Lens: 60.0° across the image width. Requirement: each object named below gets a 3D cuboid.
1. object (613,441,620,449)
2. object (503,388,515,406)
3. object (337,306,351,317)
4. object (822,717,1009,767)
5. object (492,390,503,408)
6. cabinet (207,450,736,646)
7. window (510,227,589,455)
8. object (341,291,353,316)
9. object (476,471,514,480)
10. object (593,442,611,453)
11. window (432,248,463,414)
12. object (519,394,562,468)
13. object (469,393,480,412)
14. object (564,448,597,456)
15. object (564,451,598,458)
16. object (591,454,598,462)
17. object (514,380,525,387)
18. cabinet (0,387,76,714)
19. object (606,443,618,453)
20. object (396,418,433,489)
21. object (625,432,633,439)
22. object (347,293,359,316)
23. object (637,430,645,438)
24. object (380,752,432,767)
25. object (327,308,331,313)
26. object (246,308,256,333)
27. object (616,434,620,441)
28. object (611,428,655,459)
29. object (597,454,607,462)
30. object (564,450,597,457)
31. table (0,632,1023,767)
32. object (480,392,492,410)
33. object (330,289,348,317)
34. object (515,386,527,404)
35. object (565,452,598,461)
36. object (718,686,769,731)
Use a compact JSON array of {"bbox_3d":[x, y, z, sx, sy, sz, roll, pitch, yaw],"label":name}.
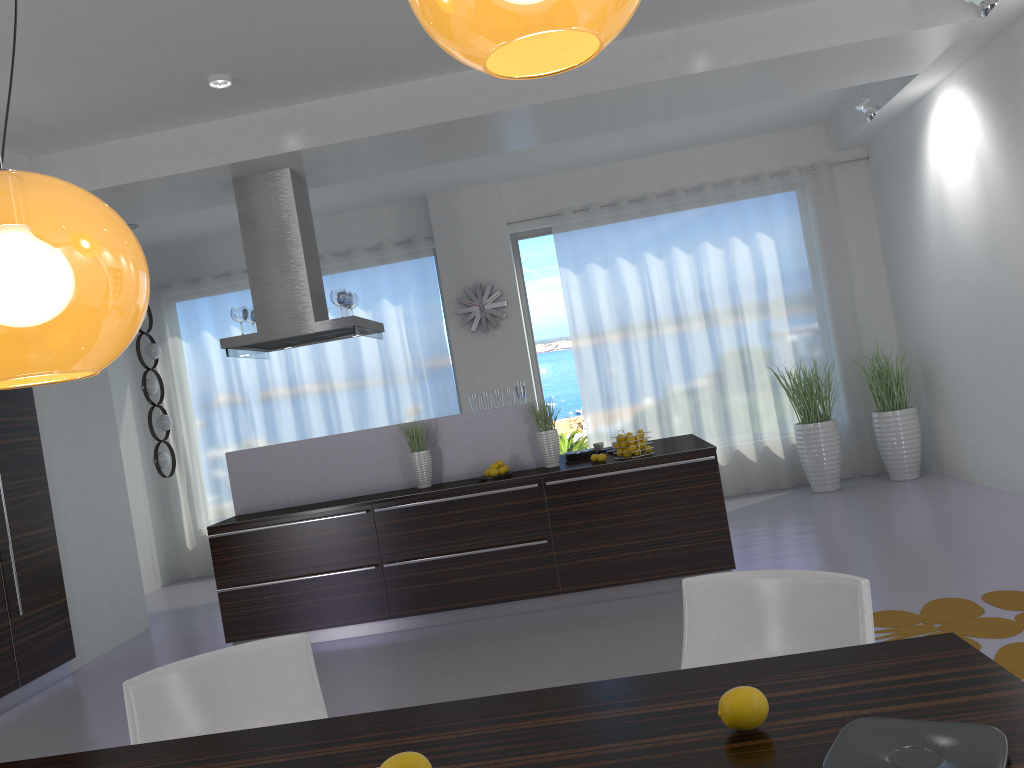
[{"bbox_3d":[0.687,0.396,5.739,0.053,0.051,0.063,-9,-1,-26],"label":"object"},{"bbox_3d":[-0.016,0.089,6.087,0.072,0.119,0.071,-10,-1,45],"label":"object"},{"bbox_3d":[-1.289,-0.531,6.937,0.137,0.174,0.137,-9,-1,-30],"label":"object"},{"bbox_3d":[0.572,0.529,1.257,0.232,0.020,0.232,-10,-1,33],"label":"object"},{"bbox_3d":[-0.095,0.102,6.094,0.072,0.119,0.071,-10,-1,45],"label":"object"},{"bbox_3d":[-0.237,1.073,6.229,3.285,0.852,1.377,-9,0,5],"label":"cabinet"},{"bbox_3d":[1.660,-0.562,9.073,3.000,2.500,0.100,-9,0,5],"label":"window"},{"bbox_3d":[-1.226,-0.568,6.562,0.125,0.221,0.125,-10,-1,30],"label":"object"},{"bbox_3d":[-0.109,0.605,5.835,0.232,0.020,0.232,-10,0,13],"label":"object"},{"bbox_3d":[0.633,0.464,6.468,0.153,0.069,0.153,-10,-1,38],"label":"object"},{"bbox_3d":[-2.025,0.054,9.390,3.000,2.500,0.100,-9,0,5],"label":"window"},{"bbox_3d":[0.240,0.303,5.892,0.269,0.502,0.247,-9,-1,-42],"label":"object"},{"bbox_3d":[-0.254,0.129,6.108,0.072,0.119,0.071,-9,-1,-35],"label":"object"},{"bbox_3d":[0.310,0.446,6.324,0.646,0.147,0.269,-10,-1,30],"label":"object"},{"bbox_3d":[0.484,0.501,6.230,0.232,0.020,0.232,-10,0,13],"label":"object"},{"bbox_3d":[0.540,0.480,5.752,0.053,0.051,0.063,-9,-1,-26],"label":"object"},{"bbox_3d":[0.057,0.037,6.081,0.072,0.119,0.071,-10,-1,45],"label":"object"},{"bbox_3d":[-3.577,0.778,4.257,0.669,2.500,3.600,-9,0,5],"label":"cabinet"},{"bbox_3d":[0.743,0.444,6.219,0.153,0.069,0.153,-9,0,-22],"label":"object"},{"bbox_3d":[-0.637,0.449,5.942,0.269,0.502,0.247,-9,0,5],"label":"object"},{"bbox_3d":[0.757,0.337,5.718,0.051,0.053,0.063,-10,0,6],"label":"object"},{"bbox_3d":[-1.214,-0.569,6.709,0.125,0.221,0.125,-10,-1,30],"label":"object"},{"bbox_3d":[0.832,0.327,5.730,0.050,0.060,0.059,-9,0,4],"label":"object"},{"bbox_3d":[-0.158,0.578,1.302,0.083,0.068,0.070,-10,0,9],"label":"object"},{"bbox_3d":[-1.475,-0.500,6.953,0.137,0.174,0.137,-9,-1,-30],"label":"object"},{"bbox_3d":[-1.928,-0.451,6.599,0.125,0.221,0.125,-10,-1,30],"label":"object"},{"bbox_3d":[0.703,0.354,5.756,0.052,0.060,0.057,-9,0,-7],"label":"object"},{"bbox_3d":[0.774,0.378,5.717,0.189,0.174,0.207,-9,-1,-30],"label":"object"},{"bbox_3d":[0.577,0.474,5.700,0.063,0.051,0.053,-10,0,9],"label":"object"},{"bbox_3d":[0.483,0.491,6.230,0.232,0.020,0.232,-10,0,8],"label":"object"},{"bbox_3d":[-0.114,1.048,1.279,2.046,0.783,1.127,-9,0,5],"label":"table"},{"bbox_3d":[-0.175,0.116,6.101,0.072,0.119,0.071,-10,-1,45],"label":"object"},{"bbox_3d":[-1.238,-0.567,6.405,0.125,0.221,0.125,-10,-1,30],"label":"object"},{"bbox_3d":[0.064,0.076,6.081,0.072,0.119,0.071,-10,-1,45],"label":"object"},{"bbox_3d":[0.486,0.511,6.230,0.232,0.020,0.232,-10,0,13],"label":"object"},{"bbox_3d":[0.381,0.536,1.463,0.083,0.068,0.070,-10,0,9],"label":"object"}]
